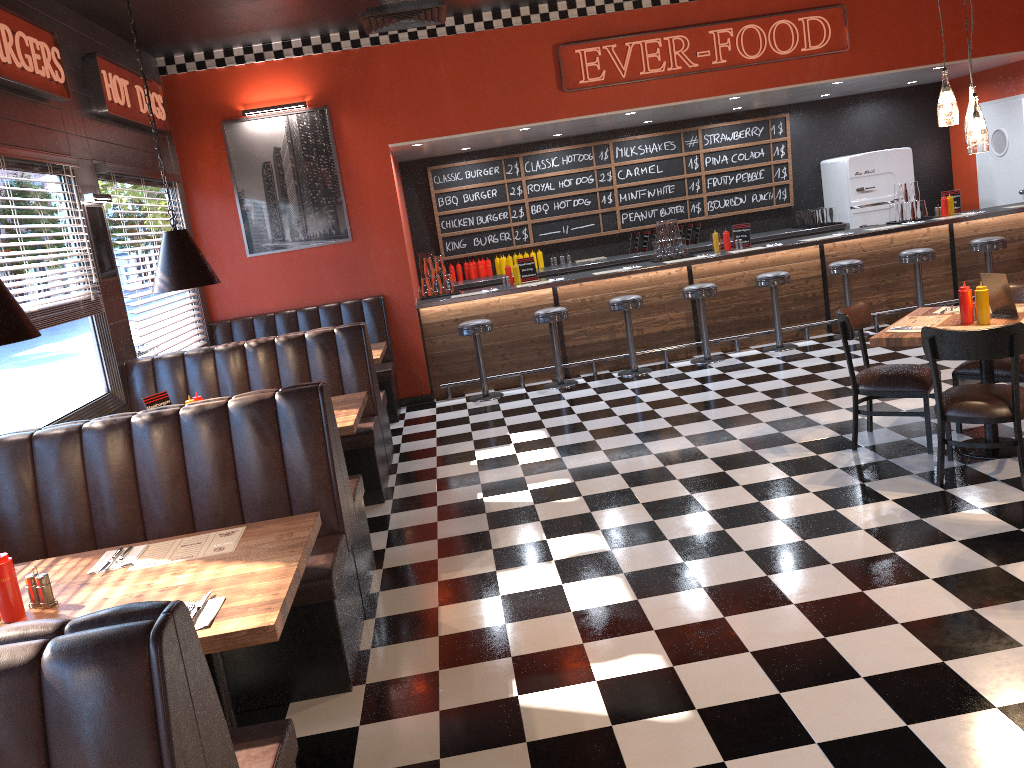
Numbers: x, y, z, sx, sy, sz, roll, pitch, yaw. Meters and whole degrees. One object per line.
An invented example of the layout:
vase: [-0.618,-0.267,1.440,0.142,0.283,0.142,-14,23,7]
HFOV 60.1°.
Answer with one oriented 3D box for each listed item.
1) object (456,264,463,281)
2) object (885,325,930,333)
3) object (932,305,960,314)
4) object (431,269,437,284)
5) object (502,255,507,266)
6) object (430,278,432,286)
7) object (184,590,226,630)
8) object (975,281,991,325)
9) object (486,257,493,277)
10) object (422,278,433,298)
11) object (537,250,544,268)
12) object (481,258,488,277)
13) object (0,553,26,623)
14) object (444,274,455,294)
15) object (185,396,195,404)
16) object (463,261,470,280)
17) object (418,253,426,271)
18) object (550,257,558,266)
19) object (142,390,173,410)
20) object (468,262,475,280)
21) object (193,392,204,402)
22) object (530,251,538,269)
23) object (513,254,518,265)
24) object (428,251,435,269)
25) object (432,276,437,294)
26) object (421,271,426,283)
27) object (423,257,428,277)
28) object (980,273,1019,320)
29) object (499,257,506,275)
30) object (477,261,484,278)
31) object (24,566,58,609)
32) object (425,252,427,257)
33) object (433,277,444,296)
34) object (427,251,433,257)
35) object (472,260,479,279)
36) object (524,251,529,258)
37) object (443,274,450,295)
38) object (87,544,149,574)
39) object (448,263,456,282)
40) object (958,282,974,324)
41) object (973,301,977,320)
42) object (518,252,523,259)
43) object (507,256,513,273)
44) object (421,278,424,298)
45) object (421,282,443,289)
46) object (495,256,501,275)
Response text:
object: [-0.654,-1.398,11.008,0.068,0.236,0.068,-7,9,13]
object: [2.279,-0.317,5.053,0.255,0.019,0.158,2,16,44]
object: [2.686,-0.457,5.439,0.157,0.019,0.257,2,15,43]
object: [-0.934,-1.287,10.731,0.106,0.207,0.106,-12,10,-18]
object: [-0.089,-1.499,11.079,0.068,0.236,0.068,-9,9,-1]
object: [-1.051,-1.311,10.942,0.106,0.207,0.106,-12,10,-18]
object: [-0.936,0.666,2.599,0.157,0.019,0.257,-9,11,-2]
object: [2.605,-0.451,4.906,0.068,0.236,0.068,-7,9,11]
object: [-0.287,-1.458,11.023,0.068,0.236,0.068,-9,9,-1]
object: [-0.884,-1.000,9.259,0.106,0.207,0.106,-12,10,-18]
object: [0.355,-1.572,11.100,0.068,0.236,0.068,-9,9,-1]
object: [-0.353,-1.460,11.088,0.068,0.236,0.068,-9,9,-2]
object: [-1.579,0.620,2.760,0.068,0.236,0.068,-6,9,20]
object: [-0.654,-1.035,9.256,0.106,0.207,0.106,-12,10,-18]
object: [-1.863,0.182,5.172,0.068,0.236,0.068,-11,9,-16]
object: [-0.563,-1.422,11.056,0.068,0.236,0.068,-9,9,-1]
object: [-1.079,-1.480,10.744,0.106,0.207,0.106,-12,10,-18]
object: [0.522,-1.547,11.114,0.093,0.135,0.047,-3,11,31]
object: [-2.083,0.183,5.287,0.072,0.255,0.190,-4,11,26]
object: [-0.504,-1.415,10.975,0.068,0.236,0.068,-13,10,-26]
object: [-1.853,0.163,5.264,0.068,0.236,0.068,-11,9,-16]
object: [0.271,-1.557,11.094,0.068,0.236,0.068,-9,9,-2]
object: [0.053,-1.525,11.099,0.068,0.236,0.068,-13,10,-27]
object: [-0.969,-1.500,10.756,0.106,0.207,0.106,-12,10,-18]
object: [-0.792,-1.035,9.362,0.106,0.207,0.106,-12,10,-18]
object: [-1.048,-1.265,10.713,0.106,0.207,0.106,-12,10,-18]
object: [-0.877,-1.227,9.320,0.106,0.207,0.106,-12,10,-18]
object: [2.751,-0.503,5.005,0.072,0.255,0.189,-11,10,-13]
object: [-0.119,-1.476,10.984,0.068,0.236,0.068,-13,10,-27]
object: [-0.395,-1.436,10.999,0.068,0.236,0.068,-9,9,-1]
object: [-1.515,0.648,2.837,0.093,0.135,0.047,-5,10,21]
object: [-1.078,-1.504,10.860,0.106,0.207,0.106,-12,10,-18]
object: [-0.776,-1.016,9.255,0.106,0.207,0.106,-12,10,-18]
object: [-0.989,-1.520,10.871,0.106,0.207,0.106,-12,10,-18]
object: [-0.468,-1.437,11.058,0.068,0.236,0.068,-9,9,-1]
object: [0.187,-1.542,11.079,0.068,0.236,0.068,-10,9,-6]
object: [-0.675,-1.055,9.371,0.106,0.207,0.106,-12,10,-18]
object: [-1.411,0.626,3.163,0.157,0.019,0.257,-10,11,-4]
object: [-0.744,-1.382,10.997,0.068,0.236,0.068,-13,10,-26]
object: [2.553,-0.459,4.984,0.068,0.236,0.068,-2,11,39]
object: [2.652,-0.428,5.022,0.047,0.135,0.094,-11,10,-13]
object: [0.111,-1.522,11.041,0.068,0.236,0.068,-13,10,-27]
object: [-0.021,-1.503,11.048,0.068,0.236,0.068,-10,9,-5]
object: [-0.907,-1.019,9.367,0.106,0.207,0.106,-12,10,-18]
object: [-0.976,-1.202,10.837,0.273,0.018,0.440,-9,11,-3]
object: [-0.175,-1.482,11.058,0.068,0.236,0.068,-13,10,-26]
